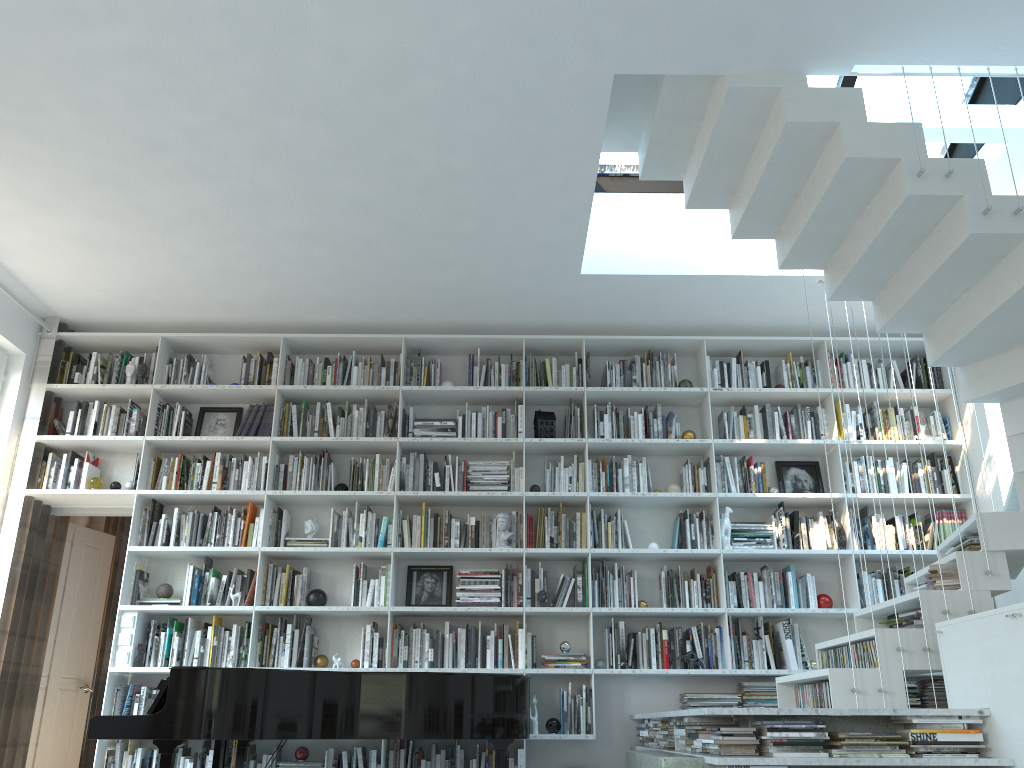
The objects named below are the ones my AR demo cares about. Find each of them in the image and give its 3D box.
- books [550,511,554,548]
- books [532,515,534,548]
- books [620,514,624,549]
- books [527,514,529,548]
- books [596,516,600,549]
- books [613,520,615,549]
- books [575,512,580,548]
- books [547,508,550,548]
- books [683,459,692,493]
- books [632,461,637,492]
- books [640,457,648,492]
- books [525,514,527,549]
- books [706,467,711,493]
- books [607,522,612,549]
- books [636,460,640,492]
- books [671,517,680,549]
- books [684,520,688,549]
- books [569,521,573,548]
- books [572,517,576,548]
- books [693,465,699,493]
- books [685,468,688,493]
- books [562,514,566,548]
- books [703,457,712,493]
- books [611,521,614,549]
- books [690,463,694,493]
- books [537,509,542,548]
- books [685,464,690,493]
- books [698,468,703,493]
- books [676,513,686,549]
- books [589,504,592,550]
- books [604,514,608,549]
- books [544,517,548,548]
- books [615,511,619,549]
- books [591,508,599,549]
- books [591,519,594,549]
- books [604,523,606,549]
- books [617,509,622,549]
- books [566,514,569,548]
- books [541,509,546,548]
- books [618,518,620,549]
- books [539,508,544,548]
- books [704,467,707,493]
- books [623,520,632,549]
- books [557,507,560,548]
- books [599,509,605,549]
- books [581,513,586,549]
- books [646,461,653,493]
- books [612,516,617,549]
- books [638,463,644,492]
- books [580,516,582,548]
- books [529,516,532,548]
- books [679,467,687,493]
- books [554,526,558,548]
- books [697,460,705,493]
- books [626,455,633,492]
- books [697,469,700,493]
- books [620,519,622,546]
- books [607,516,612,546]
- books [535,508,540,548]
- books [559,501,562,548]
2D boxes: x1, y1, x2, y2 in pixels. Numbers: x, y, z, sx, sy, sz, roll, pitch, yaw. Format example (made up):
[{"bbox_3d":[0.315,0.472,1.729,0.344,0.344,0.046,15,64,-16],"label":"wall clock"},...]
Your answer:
[{"bbox_3d":[0.262,0.999,5.904,0.035,0.277,0.139,0,-21,0],"label":"books"},{"bbox_3d":[0.137,1.014,5.903,0.013,0.246,0.177,0,-21,0],"label":"books"},{"bbox_3d":[0.730,1.010,5.896,0.007,0.253,0.161,0,-21,0],"label":"books"},{"bbox_3d":[0.105,1.006,5.895,0.015,0.254,0.151,0,-21,0],"label":"books"},{"bbox_3d":[0.569,1.015,5.896,0.007,0.243,0.146,0,-21,0],"label":"books"},{"bbox_3d":[0.669,1.024,5.873,0.007,0.211,0.159,0,-21,0],"label":"books"},{"bbox_3d":[0.435,1.000,5.887,0.032,0.265,0.143,0,-21,0],"label":"books"},{"bbox_3d":[0.242,0.983,5.885,0.019,0.293,0.164,0,-21,0],"label":"books"},{"bbox_3d":[1.194,0.658,6.016,0.015,0.266,0.164,0,-21,0],"label":"books"},{"bbox_3d":[0.819,0.665,6.008,0.025,0.244,0.184,0,-21,0],"label":"books"},{"bbox_3d":[0.889,0.651,6.008,0.024,0.271,0.170,0,-21,0],"label":"books"},{"bbox_3d":[0.090,1.007,5.893,0.014,0.253,0.161,0,-21,0],"label":"books"},{"bbox_3d":[1.317,0.687,6.005,0.012,0.205,0.170,0,-21,0],"label":"books"},{"bbox_3d":[0.636,1.026,5.852,0.017,0.191,0.192,0,-21,0],"label":"books"},{"bbox_3d":[0.843,0.665,6.030,0.024,0.261,0.134,0,-21,0],"label":"books"},{"bbox_3d":[1.085,1.018,5.893,0.056,0.240,0.154,0,-21,0],"label":"books"},{"bbox_3d":[1.143,1.027,5.875,0.006,0.209,0.189,0,-21,0],"label":"books"},{"bbox_3d":[0.385,1.023,5.863,0.034,0.203,0.182,0,-21,0],"label":"books"},{"bbox_3d":[0.411,1.014,5.887,0.028,0.238,0.146,0,-21,0],"label":"books"},{"bbox_3d":[1.237,0.681,6.021,0.016,0.227,0.161,0,-21,0],"label":"books"},{"bbox_3d":[1.172,0.692,6.018,0.005,0.204,0.154,0,-21,0],"label":"books"},{"bbox_3d":[0.338,1.006,5.887,0.033,0.252,0.175,0,-21,0],"label":"books"},{"bbox_3d":[1.326,0.651,6.012,0.005,0.277,0.183,0,-21,0],"label":"books"},{"bbox_3d":[0.659,1.028,5.880,0.014,0.208,0.157,0,-21,0],"label":"books"},{"bbox_3d":[1.210,0.673,6.022,0.016,0.243,0.152,0,-21,0],"label":"books"},{"bbox_3d":[0.180,0.988,5.896,0.035,0.292,0.145,0,-21,0],"label":"books"},{"bbox_3d":[1.181,0.679,6.021,0.012,0.231,0.154,0,-21,0],"label":"books"},{"bbox_3d":[1.264,0.691,6.011,0.013,0.201,0.174,0,-21,0],"label":"books"},{"bbox_3d":[1.122,1.004,5.891,0.021,0.263,0.175,0,-21,0],"label":"books"},{"bbox_3d":[0.517,0.971,5.886,0.006,0.317,0.165,0,-21,0],"label":"books"},{"bbox_3d":[0.620,1.007,5.892,0.013,0.255,0.145,0,-21,0],"label":"books"},{"bbox_3d":[0.225,1.013,5.877,0.015,0.231,0.180,0,-21,0],"label":"books"},{"bbox_3d":[0.692,0.998,5.886,0.006,0.269,0.179,0,-21,0],"label":"books"},{"bbox_3d":[0.548,0.987,5.885,0.035,0.286,0.192,0,-21,0],"label":"books"},{"bbox_3d":[0.527,1.022,5.882,0.015,0.219,0.155,0,-21,0],"label":"books"},{"bbox_3d":[0.606,1.035,5.876,0.014,0.192,0.147,0,-21,0],"label":"books"},{"bbox_3d":[0.708,0.992,5.895,0.013,0.286,0.159,0,-21,0],"label":"books"},{"bbox_3d":[0.361,1.002,5.862,0.027,0.241,0.189,0,-21,0],"label":"books"},{"bbox_3d":[0.206,0.988,5.896,0.035,0.292,0.145,0,-21,0],"label":"books"},{"bbox_3d":[0.698,0.998,5.892,0.006,0.272,0.167,0,-21,0],"label":"books"},{"bbox_3d":[0.193,0.983,5.882,0.035,0.292,0.145,0,-21,0],"label":"books"},{"bbox_3d":[1.292,0.686,6.001,0.013,0.203,0.174,0,-21,0],"label":"books"},{"bbox_3d":[0.760,1.022,5.863,0.051,0.209,0.177,0,-21,0],"label":"books"},{"bbox_3d":[0.307,0.979,5.873,0.019,0.292,0.183,0,-21,0],"label":"books"},{"bbox_3d":[0.593,0.986,5.869,0.013,0.278,0.192,0,-21,0],"label":"books"},{"bbox_3d":[0.473,1.003,5.899,0.033,0.267,0.142,0,-21,0],"label":"books"},{"bbox_3d":[0.927,0.669,6.026,0.034,0.253,0.161,0,-21,0],"label":"books"},{"bbox_3d":[0.681,1.014,5.890,0.017,0.242,0.133,0,-21,0],"label":"books"},{"bbox_3d":[0.866,0.674,6.012,0.021,0.231,0.183,0,-21,0],"label":"books"},{"bbox_3d":[0.453,1.014,5.898,0.019,0.246,0.149,0,-21,0],"label":"books"},{"bbox_3d":[0.122,1.012,5.891,0.014,0.243,0.145,0,-21,0],"label":"books"},{"bbox_3d":[1.162,0.686,6.024,0.015,0.219,0.140,0,-21,0],"label":"books"},{"bbox_3d":[0.287,1.046,5.890,0.030,0.180,0.132,0,-21,0],"label":"books"},{"bbox_3d":[1.279,0.662,6.011,0.016,0.256,0.176,0,-21,0],"label":"books"},{"bbox_3d":[0.793,0.647,6.030,0.027,0.294,0.160,0,-21,0],"label":"books"},{"bbox_3d":[1.252,0.693,6.022,0.012,0.205,0.138,0,-21,0],"label":"books"},{"bbox_3d":[0.719,1.001,5.936,0.011,0.299,0.089,0,-21,0],"label":"books"},{"bbox_3d":[0.648,1.012,5.886,0.008,0.241,0.169,0,-21,0],"label":"books"},{"bbox_3d":[0.167,0.984,5.886,0.035,0.292,0.145,0,-21,0],"label":"books"},{"bbox_3d":[0.320,0.965,5.898,0.021,0.336,0.170,0,-21,0],"label":"books"}]
